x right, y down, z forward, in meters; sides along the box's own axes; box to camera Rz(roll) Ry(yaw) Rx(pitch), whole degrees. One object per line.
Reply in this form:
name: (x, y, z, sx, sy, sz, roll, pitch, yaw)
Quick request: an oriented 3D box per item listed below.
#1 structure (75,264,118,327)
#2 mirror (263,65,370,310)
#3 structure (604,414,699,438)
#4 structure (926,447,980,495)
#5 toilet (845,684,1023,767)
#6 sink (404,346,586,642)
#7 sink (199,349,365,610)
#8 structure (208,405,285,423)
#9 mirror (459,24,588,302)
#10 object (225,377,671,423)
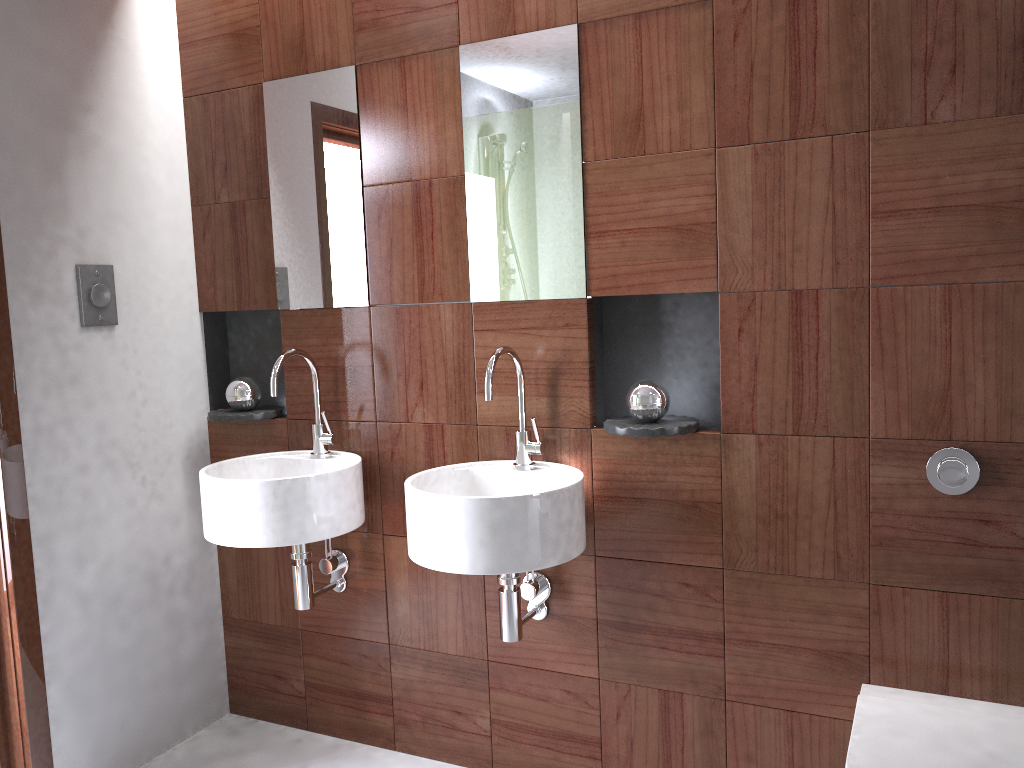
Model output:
structure: (-1.103, -0.236, 2.364, 0.028, 0.164, 0.109, 0, 6, 26)
mirror: (-0.542, -0.528, 2.450, 0.316, 0.635, 0.010, 0, 6, 26)
structure: (0.328, 0.098, 2.095, 0.220, 0.023, 0.222, -1, 6, 17)
structure: (0.892, 0.179, 1.796, 0.098, 0.098, 0.034, 0, 6, 26)
toilet: (0.796, 0.800, 1.633, 0.329, 0.284, 0.547, 0, 6, 26)
sink: (-0.038, 0.274, 2.064, 0.415, 0.715, 0.417, 0, 6, 26)
sink: (-0.604, 0.269, 2.346, 0.415, 0.715, 0.417, 0, 6, 26)
structure: (-0.793, 0.088, 2.653, 0.222, 0.023, 0.220, -4, 6, -13)
mirror: (0.025, -0.524, 2.167, 0.316, 0.635, 0.010, 0, 6, 26)
object: (-0.239, 0.035, 2.356, 1.350, 0.104, 0.104, 0, 6, 26)
